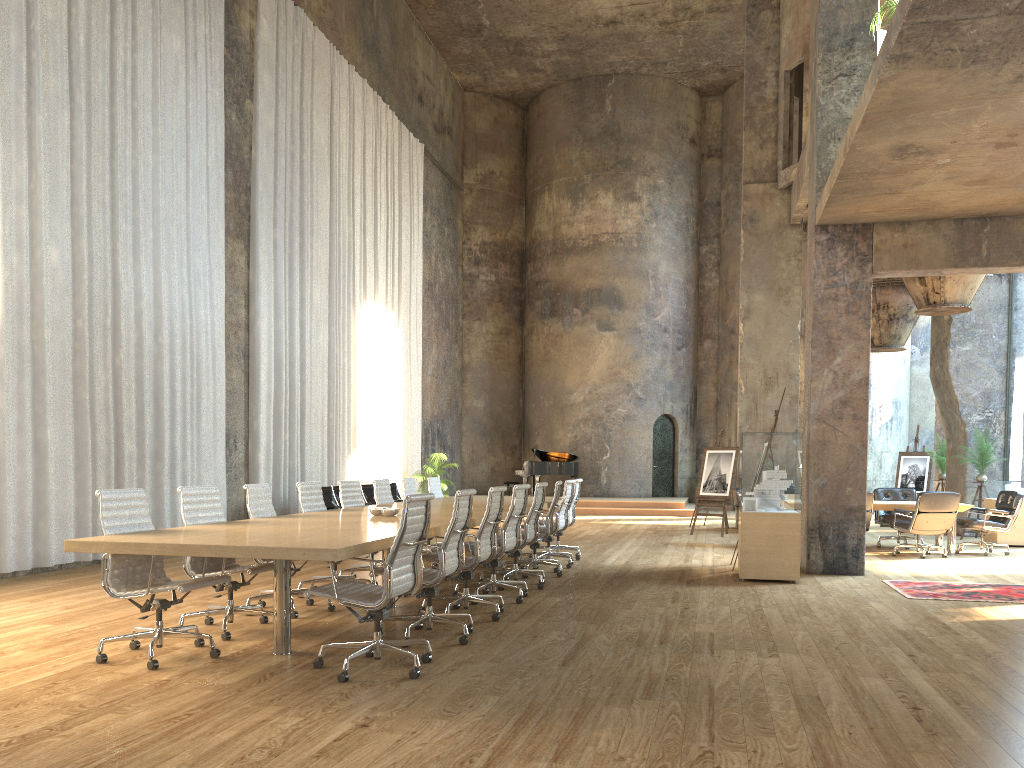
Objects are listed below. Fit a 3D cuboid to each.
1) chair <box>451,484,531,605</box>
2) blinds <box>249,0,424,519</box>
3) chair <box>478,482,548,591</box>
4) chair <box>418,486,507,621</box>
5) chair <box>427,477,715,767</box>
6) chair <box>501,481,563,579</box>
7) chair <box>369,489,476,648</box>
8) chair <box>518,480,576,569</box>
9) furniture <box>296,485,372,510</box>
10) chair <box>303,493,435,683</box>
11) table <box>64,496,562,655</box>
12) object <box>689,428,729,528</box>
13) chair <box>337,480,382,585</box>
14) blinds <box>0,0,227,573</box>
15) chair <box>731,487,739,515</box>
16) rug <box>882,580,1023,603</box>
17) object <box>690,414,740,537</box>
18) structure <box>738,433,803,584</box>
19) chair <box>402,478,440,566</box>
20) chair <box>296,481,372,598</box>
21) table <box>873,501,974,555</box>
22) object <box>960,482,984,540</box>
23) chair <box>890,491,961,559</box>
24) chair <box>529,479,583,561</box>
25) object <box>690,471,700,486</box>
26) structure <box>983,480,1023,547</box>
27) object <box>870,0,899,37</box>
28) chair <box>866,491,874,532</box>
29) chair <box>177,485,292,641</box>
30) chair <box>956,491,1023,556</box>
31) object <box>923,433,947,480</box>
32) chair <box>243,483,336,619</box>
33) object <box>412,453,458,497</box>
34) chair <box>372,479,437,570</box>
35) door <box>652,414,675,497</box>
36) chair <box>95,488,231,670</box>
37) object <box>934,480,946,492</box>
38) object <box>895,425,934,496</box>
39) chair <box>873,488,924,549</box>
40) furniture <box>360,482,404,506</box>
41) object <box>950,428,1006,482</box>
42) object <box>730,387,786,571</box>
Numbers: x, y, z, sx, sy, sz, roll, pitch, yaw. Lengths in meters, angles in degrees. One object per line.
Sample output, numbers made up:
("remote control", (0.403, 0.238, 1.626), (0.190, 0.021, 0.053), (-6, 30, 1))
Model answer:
("chair", (-0.189, 1.392, 7.752), (0.698, 1.028, 0.665), (0, 0, 21))
("blinds", (-2.982, -1.649, 17.070), (0.275, 8.663, 7.828), (1, -1, 14))
("chair", (0.011, 1.473, 8.609), (0.698, 1.028, 0.665), (0, 0, 18))
("chair", (-0.387, 1.310, 6.875), (0.698, 1.028, 0.665), (0, 0, 18))
("chair", (1.993, 1.701, 10.829), (12.948, 1.033, 31.544), (-1, -5, 13))
("chair", (0.224, 1.559, 9.517), (0.699, 1.028, 0.665), (0, 0, 12))
("chair", (-0.590, 1.226, 5.980), (0.699, 1.028, 0.665), (0, 0, 16))
("chair", (0.407, 1.637, 10.353), (0.698, 1.028, 0.665), (0, 0, 21))
("furniture", (-2.679, 2.033, 13.941), (0.708, 0.842, 1.874), (0, -4, 13))
("chair", (-0.803, 1.139, 5.057), (0.698, 1.028, 0.665), (0, 0, 19))
("table", (-0.803, 1.575, 8.369), (1.600, 0.759, 7.724), (0, -5, 13))
("object", (3.921, 1.761, 17.153), (0.683, 2.152, 0.700), (2, 2, 39))
("chair", (-1.375, 1.482, 8.825), (0.698, 1.028, 0.665), (0, 0, 21))
("blinds", (-4.911, -2.443, 8.646), (0.275, 8.663, 7.828), (1, -1, 14))
("chair", (3.663, 1.976, 13.011), (0.820, 0.895, 0.730), (0, -1, 9))
("rug", (4.954, 1.998, 8.380), (2.462, 0.009, 1.348), (-1, -5, 13))
("object", (3.602, 1.587, 15.289), (0.700, 2.152, 0.683), (2, 2, 45))
("structure", (2.739, 1.306, 9.376), (0.594, 1.551, 0.741), (1, 1, 13))
("chair", (-0.974, 1.648, 10.596), (0.699, 1.028, 0.665), (0, 0, 16))
("chair", (-1.574, 1.401, 7.967), (0.698, 1.028, 0.665), (0, 0, 18))
("table", (5.174, 2.050, 12.657), (2.409, 0.701, 1.106), (-1, -3, 13))
("object", (7.953, 2.130, 14.725), (0.658, 0.975, 0.570), (0, 0, -41))
("chair", (5.517, 1.886, 11.868), (0.730, 0.894, 0.821), (1, -1, -13))
("chair", (0.565, 1.717, 11.203), (0.698, 1.028, 0.665), (0, 0, 18))
("object", (5.364, 2.829, 24.365), (0.912, 0.993, 0.907), (0, -1, 24))
("structure", (7.866, 2.014, 13.709), (0.735, 1.017, 0.743), (0, 0, 13))
("object", (4.309, -2.906, 8.791), (1.401, 1.813, 1.355), (0, 0, 19))
("chair", (4.525, 1.896, 12.063), (0.729, 0.894, 0.821), (0, -1, 7))
("chair", (-1.962, 1.236, 6.221), (0.698, 1.028, 0.665), (0, 0, 21))
("chair", (6.627, 1.937, 12.319), (0.820, 0.895, 0.730), (0, -1, 7))
("object", (8.396, 1.412, 17.188), (0.687, 0.942, 0.859), (0, -1, 34))
("chair", (-1.771, 1.315, 7.056), (0.699, 1.028, 0.665), (0, 0, 12))
("object", (-1.706, 2.276, 19.772), (1.091, 1.460, 1.128), (0, 0, 4))
("chair", (-1.177, 1.564, 9.701), (0.698, 1.028, 0.665), (0, 0, 18))
("door", (4.131, 1.975, 24.187), (0.902, 2.303, 0.091), (0, 3, -29))
("chair", (-2.126, 1.157, 5.373), (0.698, 1.028, 0.665), (0, 0, 18))
("object", (8.437, 2.362, 17.192), (0.658, 0.975, 0.570), (0, 0, 7))
("object", (8.407, 1.910, 18.357), (0.700, 2.152, 0.683), (2, 2, 42))
("chair", (5.844, 2.019, 13.280), (0.729, 0.894, 0.821), (0, -1, 14))
("furniture", (-2.146, 2.252, 16.268), (0.708, 0.842, 1.874), (0, -4, 13))
("object", (7.827, 1.187, 14.796), (0.858, 0.942, 0.687), (0, 0, 16))
("object", (2.920, 1.115, 10.238), (0.684, 2.152, 0.699), (1, 2, 12))
